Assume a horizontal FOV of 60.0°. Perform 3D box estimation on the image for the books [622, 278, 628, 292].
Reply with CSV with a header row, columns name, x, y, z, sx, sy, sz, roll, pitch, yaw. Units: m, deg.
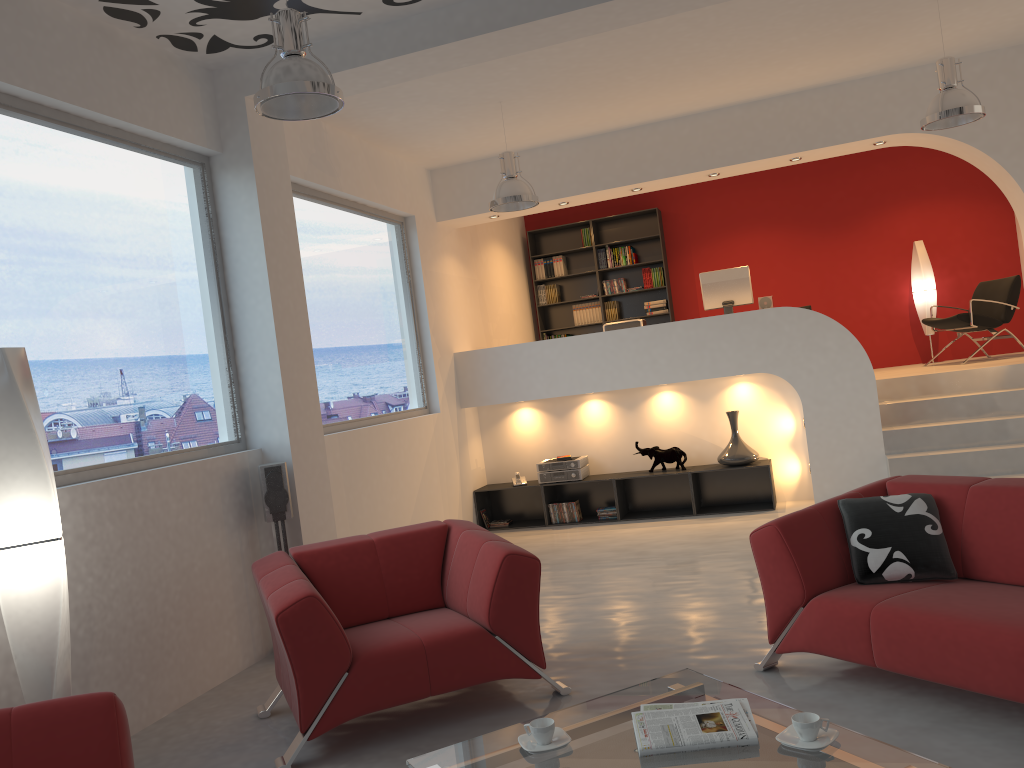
name,x,y,z,sx,sy,sz,roll,pitch,yaw
books,1.390,-1.206,10.871,0.031,0.190,0.135,-7,0,18

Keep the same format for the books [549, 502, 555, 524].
name,x,y,z,sx,sy,sz,roll,pitch,yaw
books,0.397,1.223,8.440,0.031,0.190,0.135,-7,0,18

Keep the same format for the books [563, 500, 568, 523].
name,x,y,z,sx,sy,sz,roll,pitch,yaw
books,0.524,1.207,8.397,0.031,0.190,0.135,-7,0,18

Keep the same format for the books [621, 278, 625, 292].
name,x,y,z,sx,sy,sz,roll,pitch,yaw
books,1.376,-1.205,10.876,0.031,0.190,0.135,-7,0,18

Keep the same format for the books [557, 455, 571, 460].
name,x,y,z,sx,sy,sz,roll,pitch,yaw
books,0.496,0.699,8.439,0.135,0.015,0.190,-7,0,3

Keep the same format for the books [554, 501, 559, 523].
name,x,y,z,sx,sy,sz,roll,pitch,yaw
books,0.439,1.218,8.426,0.031,0.190,0.135,-7,0,18

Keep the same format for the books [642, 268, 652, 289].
name,x,y,z,sx,sy,sz,roll,pitch,yaw
books,1.655,-1.273,10.773,0.090,0.256,0.181,-7,0,18

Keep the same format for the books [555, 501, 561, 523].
name,x,y,z,sx,sy,sz,roll,pitch,yaw
books,0.453,1.216,8.421,0.031,0.190,0.135,-7,0,18

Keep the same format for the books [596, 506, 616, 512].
name,x,y,z,sx,sy,sz,roll,pitch,yaw
books,0.895,1.172,8.327,0.190,0.015,0.135,-7,0,13

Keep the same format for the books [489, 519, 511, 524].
name,x,y,z,sx,sy,sz,roll,pitch,yaw
books,-0.117,1.346,8.667,0.190,0.015,0.135,-7,0,18

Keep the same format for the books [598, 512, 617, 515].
name,x,y,z,sx,sy,sz,roll,pitch,yaw
books,0.912,1.200,8.323,0.190,0.015,0.135,-7,0,18

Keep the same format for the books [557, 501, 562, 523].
name,x,y,z,sx,sy,sz,roll,pitch,yaw
books,0.468,1.214,8.416,0.031,0.190,0.135,-7,0,18

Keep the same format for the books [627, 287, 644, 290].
name,x,y,z,sx,sy,sz,roll,pitch,yaw
books,1.513,-1.164,10.833,0.190,0.015,0.135,-7,0,23

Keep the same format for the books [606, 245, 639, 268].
name,x,y,z,sx,sy,sz,roll,pitch,yaw
books,1.345,-1.568,10.835,0.341,0.286,0.231,-7,0,18

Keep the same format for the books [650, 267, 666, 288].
name,x,y,z,sx,sy,sz,roll,pitch,yaw
books,1.769,-1.279,10.734,0.146,0.240,0.170,-7,0,18

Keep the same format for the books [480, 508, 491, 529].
name,x,y,z,sx,sy,sz,roll,pitch,yaw
books,-0.254,1.311,8.657,0.063,0.187,0.135,-7,0,18

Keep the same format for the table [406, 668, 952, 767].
name,x,y,z,sx,sy,sz,roll,pitch,yaw
table,0.434,1.216,2.485,1.097,0.286,1.162,-8,0,-27

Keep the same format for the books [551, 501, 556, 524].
name,x,y,z,sx,sy,sz,roll,pitch,yaw
books,0.411,1.221,8.435,0.031,0.190,0.135,-7,0,18

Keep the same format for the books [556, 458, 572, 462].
name,x,y,z,sx,sy,sz,roll,pitch,yaw
books,0.498,0.713,8.429,0.135,0.015,0.190,-7,0,-2

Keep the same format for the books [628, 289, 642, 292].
name,x,y,z,sx,sy,sz,roll,pitch,yaw
books,1.521,-1.135,10.832,0.190,0.015,0.135,-7,0,13

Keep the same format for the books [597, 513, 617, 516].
name,x,y,z,sx,sy,sz,roll,pitch,yaw
books,0.908,1.216,8.325,0.190,0.015,0.135,-7,0,23

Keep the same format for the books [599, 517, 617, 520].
name,x,y,z,sx,sy,sz,roll,pitch,yaw
books,0.916,1.245,8.324,0.190,0.015,0.135,-7,0,13

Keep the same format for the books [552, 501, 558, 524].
name,x,y,z,sx,sy,sz,roll,pitch,yaw
books,0.425,1.220,8.430,0.031,0.190,0.135,-7,0,18

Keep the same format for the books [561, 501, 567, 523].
name,x,y,z,sx,sy,sz,roll,pitch,yaw
books,0.510,1.209,8.402,0.031,0.190,0.135,-7,0,18

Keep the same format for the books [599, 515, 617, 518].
name,x,y,z,sx,sy,sz,roll,pitch,yaw
books,0.920,1.230,8.322,0.190,0.015,0.135,-7,0,18

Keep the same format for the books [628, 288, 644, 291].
name,x,y,z,sx,sy,sz,roll,pitch,yaw
books,1.525,-1.150,10.830,0.190,0.015,0.135,-7,0,18

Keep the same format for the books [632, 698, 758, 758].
name,x,y,z,sx,sy,sz,roll,pitch,yaw
books,0.548,1.038,2.695,0.367,0.035,0.345,-7,0,8

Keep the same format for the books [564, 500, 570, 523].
name,x,y,z,sx,sy,sz,roll,pitch,yaw
books,0.538,1.205,8.393,0.031,0.190,0.135,-7,0,18

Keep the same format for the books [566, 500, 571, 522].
name,x,y,z,sx,sy,sz,roll,pitch,yaw
books,0.552,1.203,8.388,0.031,0.190,0.135,-7,0,18

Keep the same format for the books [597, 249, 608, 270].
name,x,y,z,sx,sy,sz,roll,pitch,yaw
books,1.131,-1.526,10.932,0.090,0.256,0.181,-7,0,18

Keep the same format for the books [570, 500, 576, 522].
name,x,y,z,sx,sy,sz,roll,pitch,yaw
books,0.595,1.198,8.374,0.031,0.190,0.135,-7,0,18

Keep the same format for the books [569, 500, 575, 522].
name,x,y,z,sx,sy,sz,roll,pitch,yaw
books,0.581,1.200,8.378,0.031,0.190,0.135,-7,0,18

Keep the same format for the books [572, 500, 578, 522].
name,x,y,z,sx,sy,sz,roll,pitch,yaw
books,0.609,1.196,8.369,0.031,0.190,0.135,-7,0,18

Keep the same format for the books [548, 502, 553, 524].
name,x,y,z,sx,sy,sz,roll,pitch,yaw
books,0.383,1.225,8.444,0.031,0.190,0.135,-7,0,18

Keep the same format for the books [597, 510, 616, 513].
name,x,y,z,sx,sy,sz,roll,pitch,yaw
books,0.904,1.186,8.317,0.190,0.015,0.135,-7,0,18

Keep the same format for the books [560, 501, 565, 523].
name,x,y,z,sx,sy,sz,roll,pitch,yaw
books,0.496,1.211,8.407,0.031,0.190,0.135,-7,0,18

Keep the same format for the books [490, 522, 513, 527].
name,x,y,z,sx,sy,sz,roll,pitch,yaw
books,-0.103,1.375,8.663,0.190,0.015,0.135,-7,0,18

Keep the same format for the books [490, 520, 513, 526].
name,x,y,z,sx,sy,sz,roll,pitch,yaw
books,-0.100,1.359,8.662,0.190,0.015,0.135,-7,0,18

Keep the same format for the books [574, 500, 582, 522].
name,x,y,z,sx,sy,sz,roll,pitch,yaw
books,0.623,1.194,8.364,0.031,0.190,0.135,-7,0,18

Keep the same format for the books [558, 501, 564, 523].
name,x,y,z,sx,sy,sz,roll,pitch,yaw
books,0.482,1.212,8.411,0.031,0.190,0.135,-7,0,18

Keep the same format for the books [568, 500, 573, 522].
name,x,y,z,sx,sy,sz,roll,pitch,yaw
books,0.567,1.202,8.383,0.031,0.190,0.135,-7,0,18
